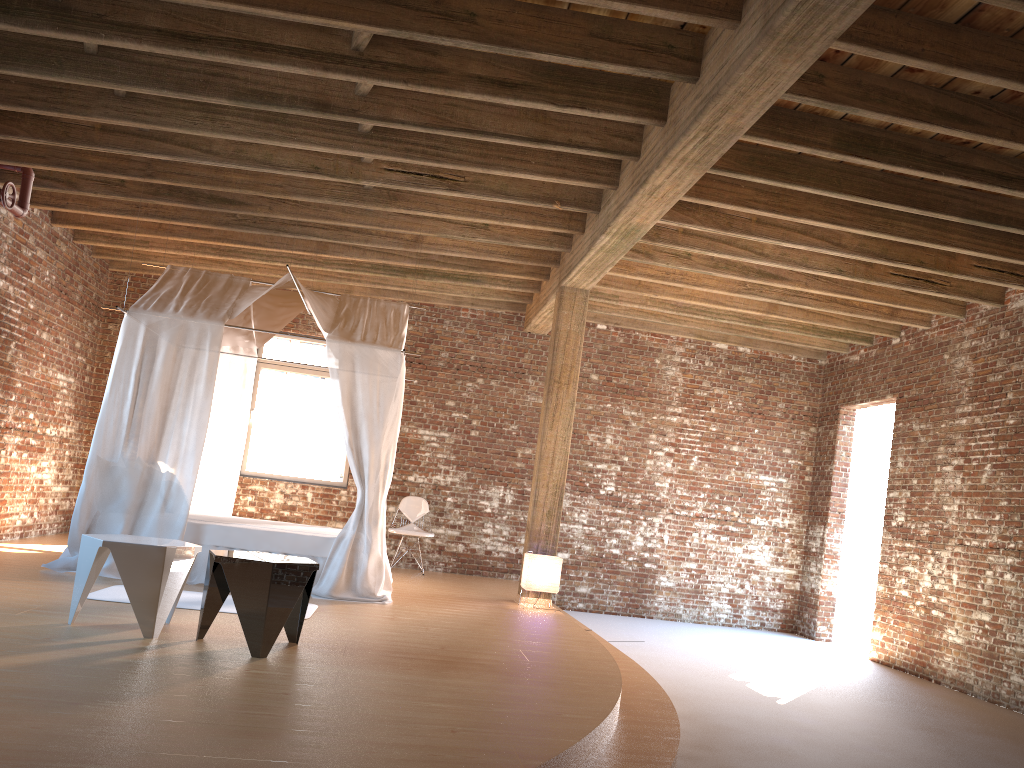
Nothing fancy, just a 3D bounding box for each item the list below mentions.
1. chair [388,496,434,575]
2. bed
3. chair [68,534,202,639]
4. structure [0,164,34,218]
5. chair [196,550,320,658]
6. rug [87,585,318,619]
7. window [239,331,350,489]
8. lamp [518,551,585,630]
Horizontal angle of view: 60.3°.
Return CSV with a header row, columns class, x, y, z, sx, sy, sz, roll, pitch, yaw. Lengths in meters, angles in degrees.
class,x,y,z,sx,sy,sz,roll,pitch,yaw
chair,-1.203,1.785,10.506,0.548,0.893,0.565,8,-5,-9
bed,-2.193,-0.165,8.104,2.724,3.864,2.459,8,-5,-9
chair,-2.076,1.107,4.874,0.600,0.488,0.553,1,-8,45
structure,-4.047,-0.464,6.131,0.589,3.447,1.967,8,-4,-8
chair,-1.374,1.177,4.766,0.521,0.488,0.636,3,-7,35
rug,-2.121,1.517,6.165,1.462,0.007,0.849,8,-8,-8
window,-2.554,0.305,10.786,1.343,1.840,0.169,8,-3,-10
lamp,0.749,2.061,8.439,1.422,0.777,0.352,9,-5,-17
